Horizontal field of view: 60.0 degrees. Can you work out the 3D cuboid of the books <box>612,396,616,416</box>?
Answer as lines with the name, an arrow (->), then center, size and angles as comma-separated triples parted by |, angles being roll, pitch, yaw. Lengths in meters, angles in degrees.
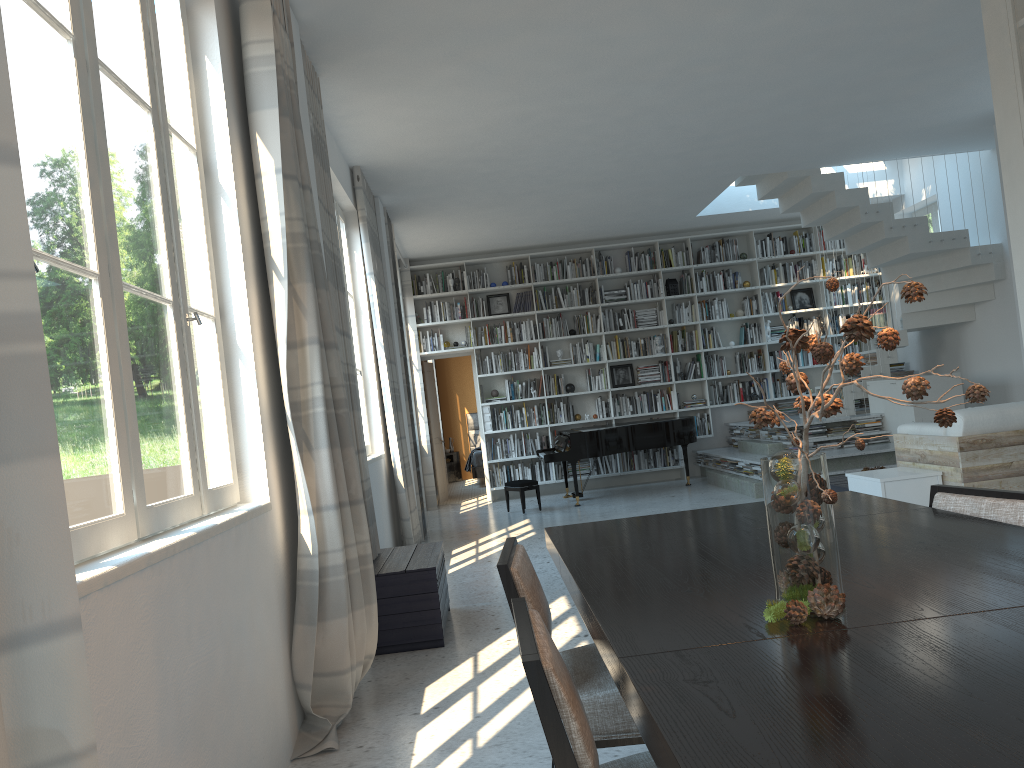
books -> 1.336, 0.290, 11.616 | 0.011, 0.275, 0.146 | -7, -1, -2

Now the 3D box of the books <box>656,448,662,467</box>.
books -> 1.921, 0.941, 11.612 | 0.011, 0.292, 0.184 | -7, -1, -2

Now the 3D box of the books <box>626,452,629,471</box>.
books -> 1.509, 0.979, 11.607 | 0.034, 0.311, 0.170 | -7, -1, -2

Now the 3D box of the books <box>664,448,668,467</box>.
books -> 1.999, 0.960, 11.632 | 0.028, 0.238, 0.140 | -7, -1, -2

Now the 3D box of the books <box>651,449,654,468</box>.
books -> 1.826, 0.968, 11.625 | 0.024, 0.262, 0.131 | -7, -1, -2

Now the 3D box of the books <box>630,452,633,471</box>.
books -> 1.558, 1.010, 11.615 | 0.012, 0.239, 0.128 | -7, -1, -2

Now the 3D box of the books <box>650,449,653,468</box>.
books -> 1.806, 0.957, 11.609 | 0.014, 0.288, 0.185 | -7, -1, -2

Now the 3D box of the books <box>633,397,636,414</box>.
books -> 1.593, 0.283, 11.626 | 0.013, 0.230, 0.139 | -7, -1, -2

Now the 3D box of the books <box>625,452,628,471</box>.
books -> 1.485, 0.969, 11.605 | 0.012, 0.337, 0.144 | -7, -1, -2

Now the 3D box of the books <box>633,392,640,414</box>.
books -> 1.632, 0.248, 11.629 | 0.026, 0.291, 0.152 | -7, -1, -2

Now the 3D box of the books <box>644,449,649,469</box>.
books -> 1.757, 0.964, 11.610 | 0.013, 0.285, 0.185 | -7, -1, -2

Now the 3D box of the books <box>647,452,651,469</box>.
books -> 1.778, 0.998, 11.614 | 0.022, 0.213, 0.167 | -7, -1, -2

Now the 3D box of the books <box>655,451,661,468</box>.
books -> 1.905, 0.985, 11.609 | 0.029, 0.210, 0.170 | -7, -1, -2

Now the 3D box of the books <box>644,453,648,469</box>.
books -> 1.743, 1.007, 11.621 | 0.024, 0.203, 0.144 | -7, -1, -2

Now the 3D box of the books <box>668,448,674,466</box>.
books -> 2.084, 0.956, 11.632 | 0.028, 0.227, 0.162 | -7, -1, -2

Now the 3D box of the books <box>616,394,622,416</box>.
books -> 1.404, 0.275, 11.637 | 0.027, 0.290, 0.140 | -7, -1, -2

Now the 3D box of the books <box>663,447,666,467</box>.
books -> 1.975, 0.923, 11.608 | 0.013, 0.317, 0.186 | -7, -1, -2

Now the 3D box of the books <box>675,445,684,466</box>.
books -> 2.181, 0.922, 11.565 | 0.038, 0.269, 0.277 | -7, -1, -2

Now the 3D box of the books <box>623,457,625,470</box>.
books -> 1.454, 1.013, 11.623 | 0.010, 0.259, 0.131 | -7, -1, -2

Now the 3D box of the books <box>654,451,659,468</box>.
books -> 1.886, 0.989, 11.604 | 0.010, 0.206, 0.180 | -7, -1, -2

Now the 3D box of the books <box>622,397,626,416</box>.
books -> 1.458, 0.291, 11.615 | 0.027, 0.245, 0.179 | -7, -1, -2

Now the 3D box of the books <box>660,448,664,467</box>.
books -> 1.951, 0.958, 11.602 | 0.044, 0.251, 0.187 | -7, -1, -2

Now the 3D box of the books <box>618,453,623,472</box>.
books -> 1.410, 1.018, 11.592 | 0.026, 0.256, 0.183 | -7, -1, -2

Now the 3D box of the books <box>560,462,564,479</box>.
books -> 0.655, 1.117, 11.572 | 0.023, 0.231, 0.164 | -7, -1, -2

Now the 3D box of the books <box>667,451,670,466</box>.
books -> 2.039, 0.979, 11.628 | 0.024, 0.191, 0.155 | -7, -1, -2

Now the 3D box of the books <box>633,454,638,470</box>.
books -> 1.604, 1.021, 11.597 | 0.028, 0.206, 0.175 | -7, -1, -2

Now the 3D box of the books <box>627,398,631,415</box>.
books -> 1.519, 0.298, 11.610 | 0.023, 0.217, 0.174 | -7, -1, -2

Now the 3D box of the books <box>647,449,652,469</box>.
books -> 1.789, 0.935, 11.607 | 0.014, 0.335, 0.183 | -7, -1, -2

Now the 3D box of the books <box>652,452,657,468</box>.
books -> 1.860, 0.989, 11.634 | 0.040, 0.212, 0.129 | -7, -1, -2

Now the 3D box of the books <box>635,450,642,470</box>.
books -> 1.655, 0.972, 11.618 | 0.026, 0.294, 0.155 | -7, -1, -2

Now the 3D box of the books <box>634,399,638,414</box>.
books -> 1.613, 0.297, 11.614 | 0.023, 0.196, 0.165 | -7, -1, -2

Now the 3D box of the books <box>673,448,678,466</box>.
books -> 2.126, 0.955, 11.619 | 0.029, 0.217, 0.191 | -7, -1, -2

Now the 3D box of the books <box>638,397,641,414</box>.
books -> 1.661, 0.280, 11.638 | 0.025, 0.220, 0.140 | -7, -1, -2

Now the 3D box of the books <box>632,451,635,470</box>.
books -> 1.581, 1.000, 11.621 | 0.012, 0.255, 0.150 | -7, -1, -2

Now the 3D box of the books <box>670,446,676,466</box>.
books -> 2.103, 0.939, 11.624 | 0.013, 0.256, 0.176 | -7, -1, -2

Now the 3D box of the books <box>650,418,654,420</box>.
books -> 1.840, 0.592, 11.560 | 0.013, 0.303, 0.181 | -7, -1, -2

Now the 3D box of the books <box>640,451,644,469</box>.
books -> 1.686, 0.998, 11.622 | 0.030, 0.234, 0.138 | -7, -1, -2

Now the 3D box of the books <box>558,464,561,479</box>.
books -> 0.619, 1.145, 11.573 | 0.053, 0.184, 0.148 | -7, -1, -2

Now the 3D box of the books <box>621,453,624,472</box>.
books -> 1.427, 0.994, 11.594 | 0.014, 0.300, 0.184 | -7, -1, -2

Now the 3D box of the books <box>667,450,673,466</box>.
books -> 2.061, 0.969, 11.619 | 0.022, 0.205, 0.191 | -7, -1, -2

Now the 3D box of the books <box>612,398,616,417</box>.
books -> 1.318, 0.308, 11.622 | 0.029, 0.244, 0.154 | -7, -1, -2

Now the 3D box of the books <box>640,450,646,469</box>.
books -> 1.713, 0.982, 11.623 | 0.028, 0.261, 0.132 | -7, -1, -2

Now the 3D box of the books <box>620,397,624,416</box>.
books -> 1.432, 0.293, 11.632 | 0.024, 0.247, 0.132 | -7, -1, -2

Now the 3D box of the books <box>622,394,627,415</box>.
books -> 1.476, 0.270, 11.613 | 0.013, 0.282, 0.166 | -7, -1, -2

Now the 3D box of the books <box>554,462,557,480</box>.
books -> 0.560, 1.129, 11.582 | 0.012, 0.230, 0.138 | -7, -1, -2

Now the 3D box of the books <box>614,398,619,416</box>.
books -> 1.358, 0.308, 11.606 | 0.027, 0.234, 0.167 | -7, -1, -2

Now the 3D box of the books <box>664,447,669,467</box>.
books -> 2.018, 0.948, 11.618 | 0.011, 0.258, 0.171 | -7, -1, -2

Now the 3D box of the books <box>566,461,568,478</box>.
books -> 0.702, 1.087, 11.583 | 0.027, 0.282, 0.129 | -7, -1, -2

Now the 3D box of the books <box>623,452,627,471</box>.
books -> 1.471, 1.008, 11.614 | 0.025, 0.263, 0.145 | -7, -1, -2

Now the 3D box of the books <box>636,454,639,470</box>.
books -> 1.632, 1.023, 11.628 | 0.030, 0.197, 0.143 | -7, -1, -2

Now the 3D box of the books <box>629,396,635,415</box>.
books -> 1.572, 0.281, 11.615 | 0.029, 0.238, 0.166 | -7, -1, -2

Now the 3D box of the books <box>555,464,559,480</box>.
books -> 0.580, 1.143, 11.579 | 0.025, 0.198, 0.160 | -7, -1, -2

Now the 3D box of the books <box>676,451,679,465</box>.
books -> 2.153, 0.971, 11.632 | 0.023, 0.182, 0.148 | -7, -1, -2

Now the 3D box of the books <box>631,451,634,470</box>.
books -> 1.568, 0.991, 11.620 | 0.012, 0.276, 0.154 | -7, -1, -2

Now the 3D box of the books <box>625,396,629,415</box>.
books -> 1.494, 0.288, 11.632 | 0.021, 0.244, 0.141 | -7, -1, -2

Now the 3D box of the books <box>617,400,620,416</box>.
books -> 1.384, 0.318, 11.618 | 0.024, 0.208, 0.170 | -7, -1, -2

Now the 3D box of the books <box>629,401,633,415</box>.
books -> 1.546, 0.311, 11.607 | 0.029, 0.184, 0.174 | -7, -1, -2

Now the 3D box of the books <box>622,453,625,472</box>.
books -> 1.438, 0.973, 11.611 | 0.014, 0.340, 0.140 | -7, -1, -2

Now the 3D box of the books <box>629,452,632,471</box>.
books -> 1.540, 1.009, 11.618 | 0.022, 0.247, 0.144 | -7, -1, -2
